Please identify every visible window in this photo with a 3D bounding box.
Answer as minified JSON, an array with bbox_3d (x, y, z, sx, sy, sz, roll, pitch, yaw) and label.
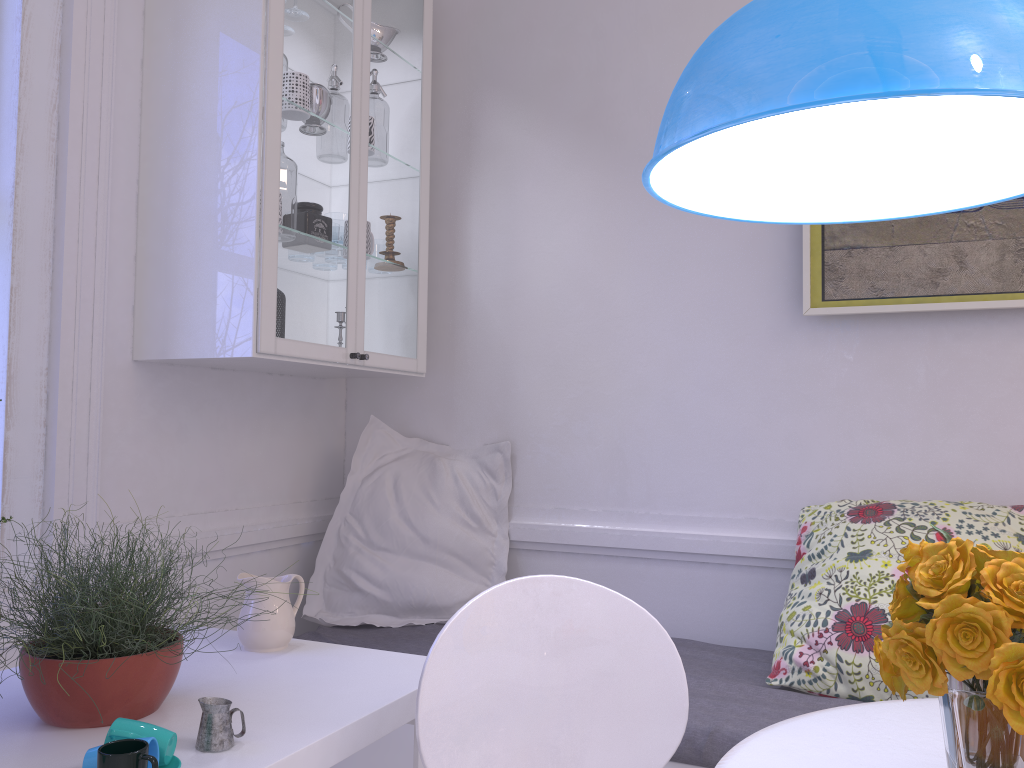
[{"bbox_3d":[-1.413,-0.453,1.569,0.181,1.782,1.234,-1,-3,24],"label":"window"}]

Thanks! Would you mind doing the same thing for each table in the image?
[{"bbox_3d":[-0.731,0.815,1.173,0.736,0.619,1.514,-1,-3,24],"label":"table"},{"bbox_3d":[0.778,0.817,0.921,1.140,0.629,1.140,3,-4,-37],"label":"table"}]

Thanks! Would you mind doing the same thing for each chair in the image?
[{"bbox_3d":[0.122,0.714,1.162,0.604,0.845,0.483,2,-3,-20],"label":"chair"}]

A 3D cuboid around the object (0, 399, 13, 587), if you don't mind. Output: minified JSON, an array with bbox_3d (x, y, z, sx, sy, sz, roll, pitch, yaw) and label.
[{"bbox_3d":[-0.880,0.237,1.151,0.368,0.527,0.438,-1,-3,24],"label":"object"}]

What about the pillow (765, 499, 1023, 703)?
[{"bbox_3d":[0.956,0.507,2.118,0.592,0.447,0.509,-1,-3,29],"label":"pillow"}]

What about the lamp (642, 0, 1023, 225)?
[{"bbox_3d":[0.469,-1.244,1.206,0.568,1.948,0.568,3,-3,-32],"label":"lamp"}]

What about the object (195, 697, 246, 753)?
[{"bbox_3d":[-0.417,0.479,1.262,0.052,0.067,0.066,-1,-3,25],"label":"object"}]

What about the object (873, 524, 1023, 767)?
[{"bbox_3d":[0.501,0.322,0.898,0.235,0.351,0.234,1,-3,-11],"label":"object"}]

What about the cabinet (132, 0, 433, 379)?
[{"bbox_3d":[-0.596,-0.696,2.577,0.425,1.311,0.823,-1,-3,24],"label":"cabinet"}]

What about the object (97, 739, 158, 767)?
[{"bbox_3d":[-0.450,0.462,1.030,0.055,0.077,0.070,3,-4,-40],"label":"object"}]

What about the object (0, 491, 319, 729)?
[{"bbox_3d":[-0.648,0.353,1.433,0.668,0.367,0.531,3,-4,-41],"label":"object"}]

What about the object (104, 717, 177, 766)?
[{"bbox_3d":[-0.480,0.463,1.141,0.082,0.059,0.069,1,-3,2],"label":"object"}]

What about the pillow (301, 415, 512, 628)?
[{"bbox_3d":[-0.306,0.419,2.806,0.677,0.642,0.374,1,-3,-6],"label":"pillow"}]

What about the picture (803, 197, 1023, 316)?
[{"bbox_3d":[1.251,-0.506,2.265,0.971,0.629,0.020,-1,-3,24],"label":"picture"}]

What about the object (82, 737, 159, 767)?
[{"bbox_3d":[-0.483,0.468,1.103,0.080,0.058,0.069,1,-3,-3],"label":"object"}]

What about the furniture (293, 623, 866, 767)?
[{"bbox_3d":[0.918,0.932,1.946,3.296,0.508,0.769,-1,-3,24],"label":"furniture"}]

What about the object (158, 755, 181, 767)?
[{"bbox_3d":[-0.481,0.494,1.116,0.121,0.021,0.121,2,-3,-25],"label":"object"}]

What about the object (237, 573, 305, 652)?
[{"bbox_3d":[-0.504,0.465,1.831,0.115,0.152,0.127,0,-3,6],"label":"object"}]
